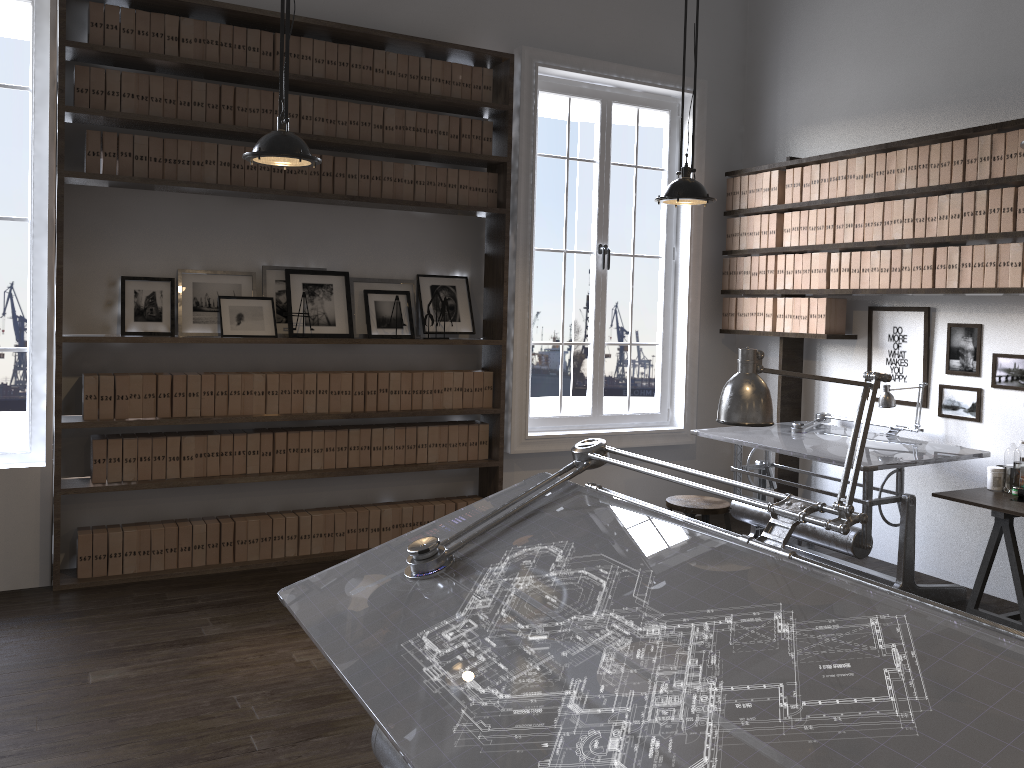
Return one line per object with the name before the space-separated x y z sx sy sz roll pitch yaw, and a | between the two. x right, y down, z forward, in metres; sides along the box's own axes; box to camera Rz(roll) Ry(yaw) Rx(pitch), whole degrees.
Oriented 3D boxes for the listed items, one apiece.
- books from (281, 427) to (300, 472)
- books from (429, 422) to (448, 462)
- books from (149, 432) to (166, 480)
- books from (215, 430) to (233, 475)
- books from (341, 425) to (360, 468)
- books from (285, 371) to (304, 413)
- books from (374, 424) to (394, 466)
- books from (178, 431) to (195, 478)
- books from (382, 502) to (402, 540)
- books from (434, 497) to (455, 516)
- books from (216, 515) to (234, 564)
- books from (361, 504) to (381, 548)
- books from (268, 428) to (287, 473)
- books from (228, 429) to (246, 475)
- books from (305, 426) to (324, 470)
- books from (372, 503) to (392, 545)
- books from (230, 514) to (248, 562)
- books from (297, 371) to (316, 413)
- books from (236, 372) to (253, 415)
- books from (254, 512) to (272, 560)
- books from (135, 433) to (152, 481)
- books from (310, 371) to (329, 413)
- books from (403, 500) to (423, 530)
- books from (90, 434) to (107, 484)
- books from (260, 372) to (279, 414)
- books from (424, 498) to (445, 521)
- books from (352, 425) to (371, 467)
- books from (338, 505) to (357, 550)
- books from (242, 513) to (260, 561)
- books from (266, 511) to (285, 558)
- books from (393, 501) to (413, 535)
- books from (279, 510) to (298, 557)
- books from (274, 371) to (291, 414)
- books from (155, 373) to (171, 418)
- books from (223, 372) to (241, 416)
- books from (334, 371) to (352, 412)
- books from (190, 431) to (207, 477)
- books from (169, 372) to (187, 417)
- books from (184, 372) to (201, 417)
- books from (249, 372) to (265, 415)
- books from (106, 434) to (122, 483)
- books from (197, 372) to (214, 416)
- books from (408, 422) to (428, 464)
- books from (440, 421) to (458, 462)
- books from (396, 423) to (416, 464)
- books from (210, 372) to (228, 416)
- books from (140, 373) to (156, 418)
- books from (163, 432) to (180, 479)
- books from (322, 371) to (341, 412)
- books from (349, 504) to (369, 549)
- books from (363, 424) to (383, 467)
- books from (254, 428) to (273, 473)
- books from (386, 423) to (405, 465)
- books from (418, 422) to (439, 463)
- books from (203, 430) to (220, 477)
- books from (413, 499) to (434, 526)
books | -1.262 0.369 5.028 0.066 0.225 0.175 0 3 -28
books | -0.460 0.355 5.449 0.066 0.225 0.175 0 3 -28
books | -1.882 0.380 4.700 0.066 0.225 0.175 0 3 -28
books | -1.582 0.374 4.859 0.066 0.225 0.175 0 3 -28
books | -0.949 0.364 5.191 0.066 0.225 0.175 0 3 -28
books | -1.238 0.047 5.026 0.066 0.225 0.175 0 3 -28
books | -0.765 0.360 5.287 0.066 0.225 0.175 0 3 -28
books | -1.755 0.378 4.765 0.066 0.225 0.175 0 3 -28
books | -0.726 0.840 5.332 0.066 0.225 0.175 0 3 -28
books | -0.419 0.835 5.495 0.066 0.225 0.175 0 3 -28
books | -1.581 0.855 4.877 0.067 0.225 0.175 0 3 -28
books | -0.844 0.842 5.266 0.067 0.225 0.175 0 3 -28
books | -1.325 0.370 4.989 0.067 0.225 0.175 0 3 -28
books | -1.519 0.373 4.892 0.066 0.225 0.175 0 3 -28
books | -1.138 0.367 5.090 0.066 0.225 0.175 0 3 -28
books | -0.780 0.841 5.301 0.066 0.225 0.175 0 3 -28
books | -1.518 0.854 4.916 0.066 0.225 0.175 0 3 -28
books | -1.175 0.046 5.055 0.066 0.225 0.175 0 3 -28
books | -1.481 0.052 4.896 0.066 0.225 0.175 0 3 -28
books | -1.401 0.852 4.970 0.067 0.225 0.175 0 3 -28
books | -1.945 0.381 4.669 0.066 0.225 0.175 0 3 -28
books | -1.109 0.046 5.086 0.066 0.225 0.175 0 3 -28
books | -0.607 0.838 5.395 0.066 0.225 0.175 0 3 -28
books | -2.131 0.385 4.563 0.067 0.225 0.175 0 3 -28
books | -1.360 0.050 4.956 0.067 0.225 0.175 0 3 -28
books | -0.480 0.836 5.458 0.066 0.225 0.175 0 3 -28
books | -0.891 0.363 5.216 0.067 0.225 0.175 0 3 -28
books | -0.970 0.844 5.205 0.066 0.225 0.175 0 3 -28
books | -1.459 0.853 4.944 0.066 0.225 0.175 0 3 -28
books | -1.337 0.851 5.004 0.066 0.225 0.175 0 3 -28
books | -0.664 0.840 5.359 0.067 0.225 0.175 0 3 -28
books | -1.275 0.850 5.041 0.066 0.225 0.175 0 3 -28
books | -1.299 0.048 4.992 0.066 0.225 0.175 0 3 -28
books | -1.853 0.058 4.696 0.067 0.225 0.175 0 3 -28
books | -1.538 0.053 4.861 0.067 0.225 0.175 0 3 -28
books | -0.991 0.043 5.153 0.066 0.225 0.175 0 3 -28
books | -1.700 0.377 4.796 0.066 0.225 0.175 0 3 -28
books | -1.789 0.057 4.736 0.066 0.225 0.175 0 3 -28
books | -1.724 0.056 4.765 0.066 0.225 0.175 0 3 -28
books | -1.425 0.051 4.924 0.066 0.225 0.175 0 3 -28
books | -2.067 0.384 4.596 0.066 0.225 0.175 0 3 -28
books | -1.663 0.055 4.801 0.066 0.225 0.175 0 3 -28
books | -0.578 0.357 5.383 0.067 0.225 0.175 0 3 -28
books | -0.399 0.354 5.476 0.067 0.225 0.175 0 3 -28
books | -0.642 0.358 5.354 0.066 0.225 0.175 0 3 -28
books | -1.600 0.054 4.834 0.066 0.225 0.175 0 3 -28
books | -1.921 0.059 4.666 0.066 0.225 0.175 0 3 -28
books | -1.818 0.379 4.729 0.067 0.225 0.175 0 3 -28
books | -1.045 0.045 5.120 0.067 0.225 0.175 0 3 -28
books | -0.908 0.843 5.236 0.066 0.225 0.175 0 3 -28
books | -0.827 0.362 5.250 0.066 0.225 0.175 0 3 -28
books | -1.394 0.371 4.959 0.066 0.225 0.175 0 3 -28
books | -0.705 0.359 5.323 0.066 0.225 0.175 0 3 -28
books | -0.515 0.356 5.418 0.066 0.225 0.175 0 3 -28
books | -1.639 0.376 4.823 0.067 0.225 0.175 0 3 -28
books | -0.545 0.837 5.428 0.066 0.225 0.175 0 3 -28
